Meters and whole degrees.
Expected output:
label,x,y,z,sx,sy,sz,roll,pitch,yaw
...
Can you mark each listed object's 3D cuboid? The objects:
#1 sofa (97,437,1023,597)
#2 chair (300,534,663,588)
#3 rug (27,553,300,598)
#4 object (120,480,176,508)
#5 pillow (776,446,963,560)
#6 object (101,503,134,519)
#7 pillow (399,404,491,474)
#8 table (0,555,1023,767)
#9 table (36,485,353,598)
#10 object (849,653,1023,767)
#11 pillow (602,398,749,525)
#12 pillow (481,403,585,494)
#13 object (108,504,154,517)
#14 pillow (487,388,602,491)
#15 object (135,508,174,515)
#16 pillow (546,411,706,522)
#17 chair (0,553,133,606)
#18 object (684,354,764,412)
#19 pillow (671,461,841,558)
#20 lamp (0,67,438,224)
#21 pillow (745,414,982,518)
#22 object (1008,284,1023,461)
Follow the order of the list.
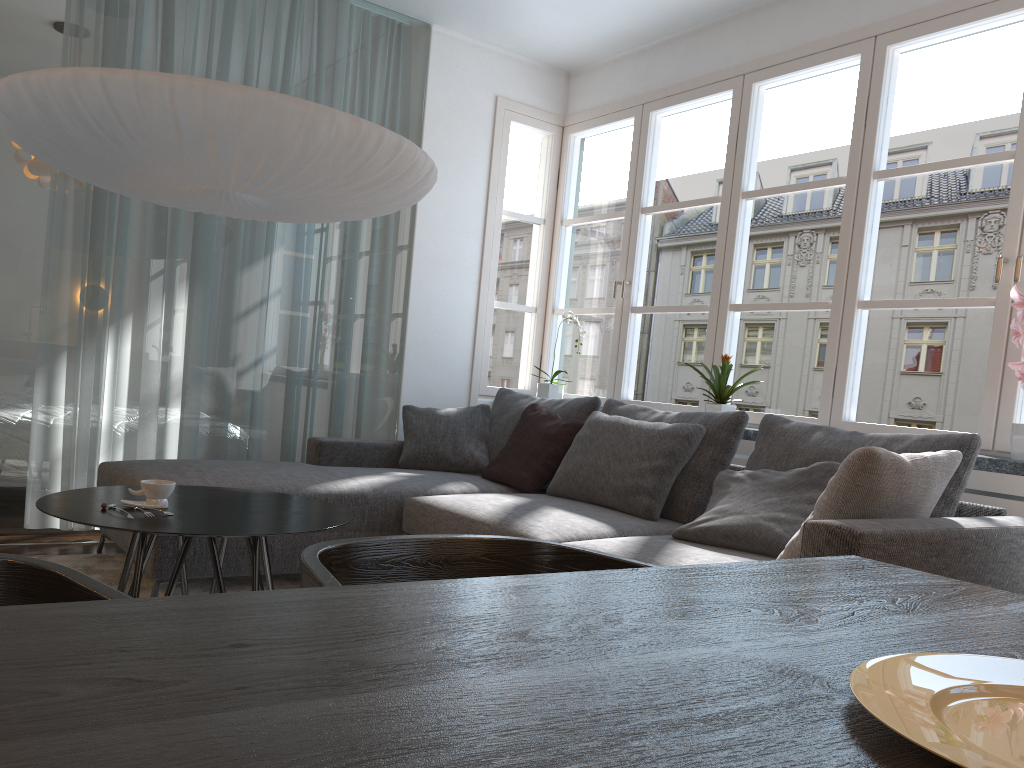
label,x,y,z,sx,sy,sz,roll,pitch,yaw
sofa,-0.122,0.563,3.232,2.044,0.674,3.052,5,0,-36
chair,-0.027,0.567,1.098,0.594,0.674,0.516,4,3,-37
rug,-1.080,0.803,2.614,2.825,0.012,2.841,5,0,34
object,-1.006,0.304,2.444,0.139,0.069,0.091,5,1,-24
pillow,0.966,0.367,2.421,0.495,0.416,0.285,4,3,-37
object,-1.028,0.329,2.300,0.167,0.015,0.015,5,1,41
pillow,-0.344,0.267,4.531,0.515,0.361,0.345,5,2,4
table,-0.185,0.545,0.278,2.506,0.682,1.101,5,1,-36
table,-0.905,0.586,2.549,0.849,0.474,0.842,5,1,-33
object,0.425,0.252,0.621,0.356,0.017,0.354,5,0,-32
pillow,0.588,0.314,3.762,0.277,0.477,0.835,3,2,-35
pillow,0.095,0.295,4.164,0.311,0.405,0.518,4,2,-34
object,-1.007,0.330,2.338,0.163,0.016,0.025,5,1,29
pillow,0.077,0.269,4.460,0.275,0.480,0.832,3,2,-35
object,-0.956,0.338,2.364,0.124,0.010,0.026,5,0,20
pillow,0.462,0.328,3.692,0.292,0.399,0.663,3,2,-36
chair,-0.578,0.514,0.695,0.594,0.674,0.516,4,3,-35
object,0.972,0.025,4.017,0.375,0.330,0.323,6,2,29
pillow,0.836,0.397,2.978,0.490,0.322,0.444,6,2,36
lamp,-1.001,-0.742,3.100,1.469,0.211,1.466,5,0,1
pillow,1.107,0.363,3.017,0.275,0.479,0.832,3,2,-35
object,1.755,-0.086,2.950,0.200,0.694,0.297,8,4,33
